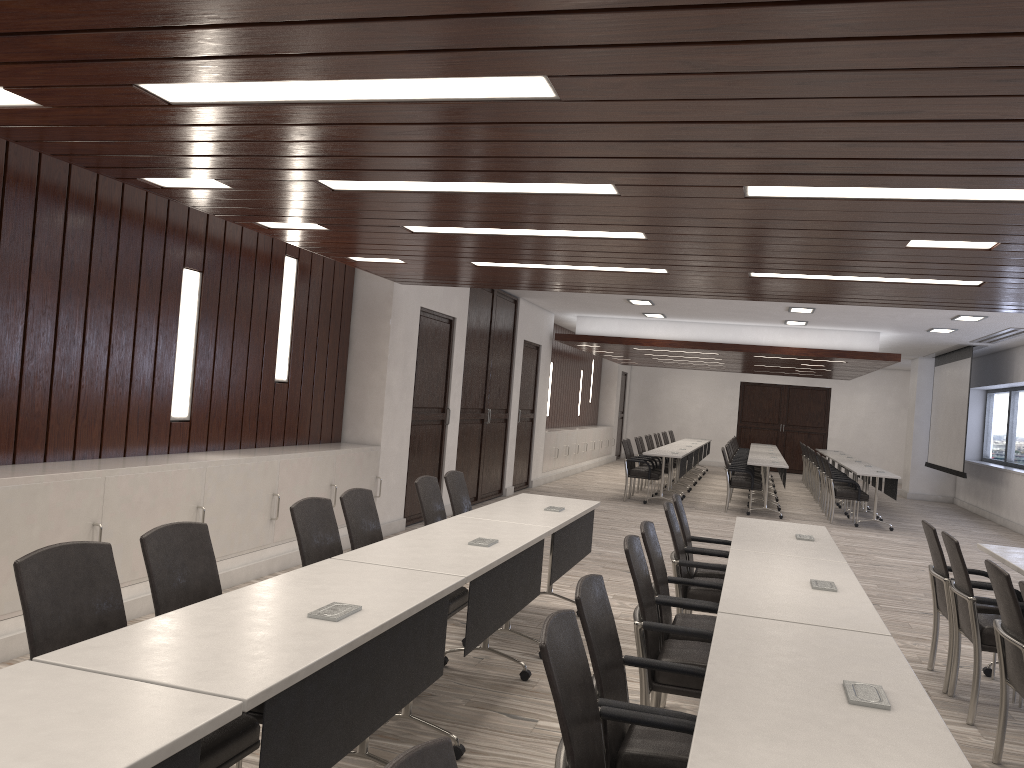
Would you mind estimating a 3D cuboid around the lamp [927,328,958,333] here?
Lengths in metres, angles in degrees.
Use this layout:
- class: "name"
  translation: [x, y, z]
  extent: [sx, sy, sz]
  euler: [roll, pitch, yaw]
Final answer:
- class: "lamp"
  translation: [6.265, -0.829, 12.909]
  extent: [0.324, 0.120, 0.519]
  euler: [4, -1, 16]

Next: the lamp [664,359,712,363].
- class: "lamp"
  translation: [3.603, -0.498, 18.169]
  extent: [1.496, 0.045, 0.236]
  euler: [4, -1, 16]

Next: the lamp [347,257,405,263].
- class: "lamp"
  translation: [-1.073, -1.007, 7.025]
  extent: [0.464, 0.045, 0.236]
  euler: [4, -1, 16]

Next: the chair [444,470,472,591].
- class: "chair"
  translation: [-0.159, 1.087, 6.030]
  extent: [0.638, 0.939, 0.513]
  euler: [4, -1, 15]

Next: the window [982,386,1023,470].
- class: "window"
  translation: [8.101, 0.661, 12.670]
  extent: [0.118, 1.419, 10.452]
  euler: [4, -1, 16]

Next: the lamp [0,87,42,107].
- class: "lamp"
  translation: [-2.068, -1.130, 3.422]
  extent: [0.464, 0.045, 0.236]
  euler: [4, -1, 16]

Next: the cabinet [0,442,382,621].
- class: "cabinet"
  translation: [-2.464, 0.811, 4.967]
  extent: [0.476, 0.698, 7.540]
  euler: [4, -1, 16]

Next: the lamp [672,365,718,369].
- class: "lamp"
  translation: [4.247, -0.418, 20.501]
  extent: [1.496, 0.045, 0.236]
  euler: [4, -1, 16]

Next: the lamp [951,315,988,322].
- class: "lamp"
  translation: [5.810, -0.886, 11.261]
  extent: [0.324, 0.120, 0.519]
  euler: [4, -1, 16]

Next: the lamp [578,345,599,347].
- class: "lamp"
  translation: [1.357, -0.706, 15.828]
  extent: [0.464, 0.045, 0.236]
  euler: [4, -1, 16]

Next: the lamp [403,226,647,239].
- class: "lamp"
  translation: [0.060, -0.937, 5.340]
  extent: [1.496, 0.045, 0.236]
  euler: [4, -1, 16]

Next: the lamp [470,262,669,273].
- class: "lamp"
  translation: [0.412, -0.894, 6.611]
  extent: [1.496, 0.045, 0.236]
  euler: [4, -1, 16]

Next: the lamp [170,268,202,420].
- class: "lamp"
  translation: [-2.334, -0.276, 6.237]
  extent: [0.094, 1.058, 0.236]
  euler: [4, -1, 16]

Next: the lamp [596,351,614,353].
- class: "lamp"
  translation: [1.767, -0.655, 17.311]
  extent: [0.464, 0.045, 0.236]
  euler: [4, -1, 16]

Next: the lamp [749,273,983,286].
- class: "lamp"
  translation: [2.391, -0.743, 6.060]
  extent: [1.496, 0.045, 0.236]
  euler: [4, -1, 16]

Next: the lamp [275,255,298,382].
- class: "lamp"
  translation: [-1.957, -0.549, 7.512]
  extent: [0.094, 1.058, 0.236]
  euler: [4, -1, 16]

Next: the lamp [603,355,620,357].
- class: "lamp"
  translation: [2.118, -0.611, 18.583]
  extent: [0.464, 0.045, 0.236]
  euler: [4, -1, 16]

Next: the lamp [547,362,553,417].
- class: "lamp"
  translation: [0.682, 0.098, 17.159]
  extent: [0.094, 1.058, 0.236]
  euler: [4, -1, 16]

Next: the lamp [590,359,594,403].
- class: "lamp"
  translation: [1.878, -0.074, 21.402]
  extent: [0.094, 1.058, 0.236]
  euler: [4, -1, 16]

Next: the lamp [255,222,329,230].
- class: "lamp"
  translation: [-1.425, -1.051, 5.754]
  extent: [0.464, 0.045, 0.236]
  euler: [4, -1, 16]

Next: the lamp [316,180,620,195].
- class: "lamp"
  translation: [-0.232, -0.974, 4.280]
  extent: [1.496, 0.045, 0.236]
  euler: [4, -1, 16]

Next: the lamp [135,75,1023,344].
- class: "lamp"
  translation: [3.599, -0.873, 8.312]
  extent: [1.469, 0.552, 14.296]
  euler: [4, -1, 38]

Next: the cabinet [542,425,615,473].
- class: "cabinet"
  translation: [1.376, 1.288, 18.873]
  extent: [0.476, 0.698, 7.540]
  euler: [4, -1, 16]

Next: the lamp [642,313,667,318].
- class: "lamp"
  translation: [2.259, -1.135, 14.026]
  extent: [0.324, 0.120, 0.519]
  euler: [4, -1, 16]

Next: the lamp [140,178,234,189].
- class: "lamp"
  translation: [-1.717, -1.087, 4.694]
  extent: [0.464, 0.045, 0.236]
  euler: [4, -1, 16]

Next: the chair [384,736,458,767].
- class: "chair"
  translation: [0.084, 1.048, 1.217]
  extent: [0.638, 0.939, 0.513]
  euler: [4, -1, 15]

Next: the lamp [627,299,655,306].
- class: "lamp"
  translation: [1.804, -1.191, 12.377]
  extent: [0.324, 0.120, 0.519]
  euler: [4, -1, 16]

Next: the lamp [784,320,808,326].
- class: "lamp"
  translation: [4.313, -0.978, 13.453]
  extent: [0.324, 0.120, 0.519]
  euler: [4, -1, 16]

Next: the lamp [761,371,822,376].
- class: "lamp"
  translation: [6.227, -0.267, 19.949]
  extent: [1.496, 0.045, 0.236]
  euler: [4, -1, 16]

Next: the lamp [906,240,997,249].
- class: "lamp"
  translation: [2.331, -0.764, 4.707]
  extent: [0.421, 0.046, 0.236]
  euler: [4, -1, 16]

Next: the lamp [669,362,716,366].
- class: "lamp"
  translation: [3.896, -0.462, 19.229]
  extent: [1.496, 0.045, 0.236]
  euler: [4, -1, 16]

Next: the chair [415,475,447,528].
- class: "chair"
  translation: [-0.299, 1.070, 5.520]
  extent: [0.638, 0.939, 0.513]
  euler: [4, -1, 15]

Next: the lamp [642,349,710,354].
- class: "lamp"
  translation: [2.843, -0.592, 15.414]
  extent: [1.496, 0.045, 0.236]
  euler: [4, -1, 16]

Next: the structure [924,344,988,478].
- class: "structure"
  translation: [8.034, 0.453, 16.333]
  extent: [0.438, 2.329, 3.550]
  euler: [4, -1, 16]

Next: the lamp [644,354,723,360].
- class: "lamp"
  translation: [3.252, -0.542, 16.898]
  extent: [1.496, 0.045, 0.236]
  euler: [4, -1, 16]

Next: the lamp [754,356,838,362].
- class: "lamp"
  translation: [4.822, -0.442, 14.862]
  extent: [1.496, 0.045, 0.236]
  euler: [4, -1, 16]

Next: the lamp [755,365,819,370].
- class: "lamp"
  translation: [5.583, -0.347, 17.617]
  extent: [1.496, 0.045, 0.236]
  euler: [4, -1, 16]

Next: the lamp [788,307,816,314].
- class: "lamp"
  translation: [3.858, -1.034, 11.805]
  extent: [0.324, 0.120, 0.519]
  euler: [4, -1, 16]

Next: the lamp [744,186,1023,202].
- class: "lamp"
  translation: [1.748, -0.823, 3.728]
  extent: [1.496, 0.045, 0.236]
  euler: [4, -1, 16]

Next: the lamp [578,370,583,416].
- class: "lamp"
  translation: [1.502, 0.200, 20.126]
  extent: [0.094, 1.058, 0.236]
  euler: [4, -1, 16]
